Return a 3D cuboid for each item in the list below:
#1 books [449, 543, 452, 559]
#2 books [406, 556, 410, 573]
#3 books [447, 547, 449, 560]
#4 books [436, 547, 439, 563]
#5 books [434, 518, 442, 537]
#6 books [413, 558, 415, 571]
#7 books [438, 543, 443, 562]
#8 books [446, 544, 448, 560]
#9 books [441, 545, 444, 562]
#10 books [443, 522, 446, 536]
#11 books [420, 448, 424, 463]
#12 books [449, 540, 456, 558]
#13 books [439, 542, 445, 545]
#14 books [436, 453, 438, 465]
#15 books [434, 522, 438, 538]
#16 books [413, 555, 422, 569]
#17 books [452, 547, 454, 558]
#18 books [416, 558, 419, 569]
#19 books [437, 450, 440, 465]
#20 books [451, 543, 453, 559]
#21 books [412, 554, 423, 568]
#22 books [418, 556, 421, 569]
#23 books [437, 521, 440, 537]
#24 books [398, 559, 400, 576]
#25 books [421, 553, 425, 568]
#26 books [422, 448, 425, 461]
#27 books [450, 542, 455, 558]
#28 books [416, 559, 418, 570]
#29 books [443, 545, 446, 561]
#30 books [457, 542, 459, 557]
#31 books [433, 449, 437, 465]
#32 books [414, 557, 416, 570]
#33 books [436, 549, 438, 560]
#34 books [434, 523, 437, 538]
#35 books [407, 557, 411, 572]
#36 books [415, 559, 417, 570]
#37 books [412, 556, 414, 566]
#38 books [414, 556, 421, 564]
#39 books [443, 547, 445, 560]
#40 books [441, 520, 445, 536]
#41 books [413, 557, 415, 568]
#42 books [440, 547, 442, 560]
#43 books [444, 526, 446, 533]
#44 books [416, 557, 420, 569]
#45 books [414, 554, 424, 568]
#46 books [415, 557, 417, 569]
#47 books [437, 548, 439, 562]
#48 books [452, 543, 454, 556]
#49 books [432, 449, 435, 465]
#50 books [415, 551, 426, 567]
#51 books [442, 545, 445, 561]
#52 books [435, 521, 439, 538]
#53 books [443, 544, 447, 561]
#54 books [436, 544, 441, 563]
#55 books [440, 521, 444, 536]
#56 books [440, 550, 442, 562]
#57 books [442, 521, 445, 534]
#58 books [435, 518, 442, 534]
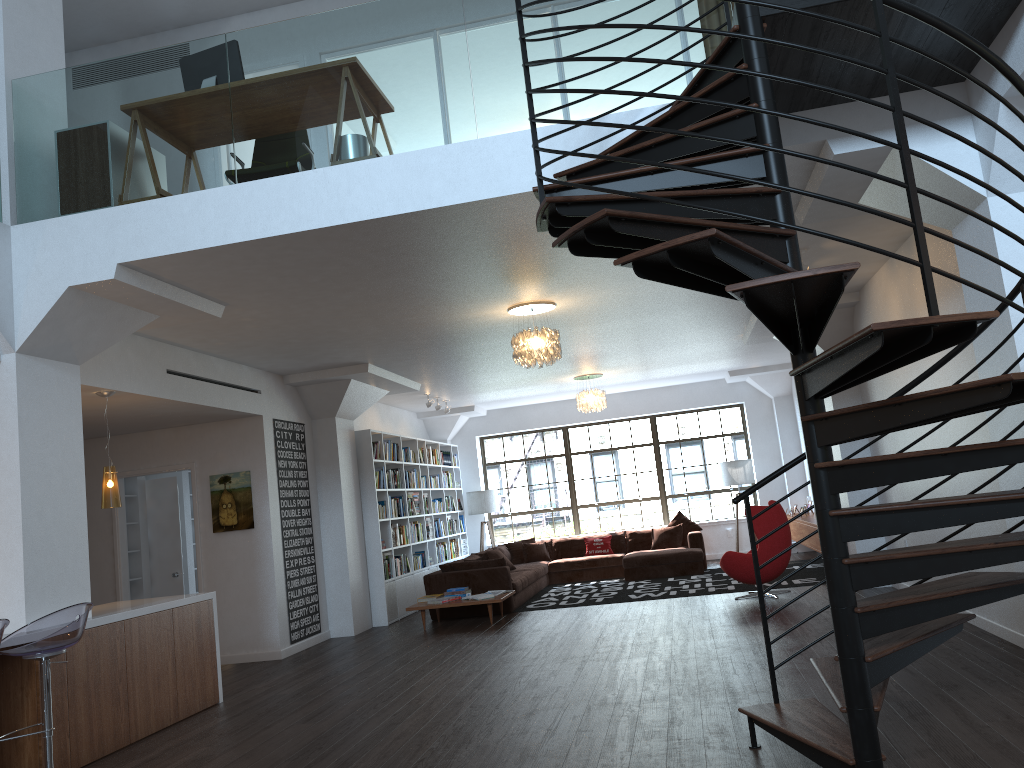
[{"bbox_3d":[-1.061,2.692,14.255,0.183,0.253,0.036,-8,-8,10],"label":"books"},{"bbox_3d":[-1.489,2.439,11.971,0.174,0.236,0.142,-8,-8,9],"label":"books"},{"bbox_3d":[-1.092,2.684,14.053,0.161,0.223,0.027,-8,-8,9],"label":"books"},{"bbox_3d":[-1.214,2.607,13.451,0.174,0.240,0.045,-8,-8,9],"label":"books"},{"bbox_3d":[-1.211,2.241,13.770,0.197,0.290,0.136,-8,-8,10],"label":"books"},{"bbox_3d":[-1.423,2.494,12.303,0.127,0.200,0.020,-8,-8,10],"label":"books"},{"bbox_3d":[-1.168,2.607,13.677,0.176,0.290,0.053,-8,-8,9],"label":"books"},{"bbox_3d":[-1.109,2.659,13.989,0.180,0.259,0.060,-8,-8,9],"label":"books"},{"bbox_3d":[-1.157,2.630,13.717,0.183,0.253,0.034,-8,-8,9],"label":"books"},{"bbox_3d":[-1.143,2.304,14.034,0.161,0.222,0.084,-8,-8,10],"label":"books"},{"bbox_3d":[-1.429,1.098,13.416,0.160,0.251,0.031,-8,-8,10],"label":"books"},{"bbox_3d":[-1.031,2.706,14.494,0.198,0.284,0.066,-8,-8,10],"label":"books"},{"bbox_3d":[-1.121,2.638,13.944,0.176,0.290,0.036,-8,-8,9],"label":"books"},{"bbox_3d":[-1.288,1.181,14.154,0.183,0.253,0.034,-8,-8,10],"label":"books"},{"bbox_3d":[-1.231,2.240,13.578,0.174,0.243,0.085,-8,-8,10],"label":"books"},{"bbox_3d":[-1.356,2.534,12.620,0.139,0.191,0.036,-8,-8,10],"label":"books"},{"bbox_3d":[-1.047,2.712,14.365,0.174,0.240,0.048,-8,-8,10],"label":"books"},{"bbox_3d":[-1.379,2.528,12.464,0.120,0.167,0.020,-8,-8,10],"label":"books"},{"bbox_3d":[-1.265,1.191,14.254,0.183,0.253,0.034,-8,-8,10],"label":"books"},{"bbox_3d":[-1.051,2.696,14.289,0.183,0.253,0.037,-8,-8,10],"label":"books"},{"bbox_3d":[-1.356,2.533,12.653,0.146,0.202,0.027,-8,-8,10],"label":"books"},{"bbox_3d":[-1.363,2.537,12.564,0.126,0.173,0.032,-8,-8,10],"label":"books"},{"bbox_3d":[-1.211,2.246,13.663,0.182,0.253,0.098,-8,-8,10],"label":"books"},{"bbox_3d":[-1.548,2.411,11.611,0.161,0.223,0.030,-8,-8,9],"label":"books"},{"bbox_3d":[-1.332,2.545,12.759,0.146,0.202,0.027,-8,-8,10],"label":"books"},{"bbox_3d":[-1.413,1.105,13.480,0.160,0.251,0.039,-8,-8,10],"label":"books"},{"bbox_3d":[-1.024,2.711,14.432,0.183,0.253,0.037,-8,-8,10],"label":"books"},{"bbox_3d":[-1.383,2.530,12.426,0.110,0.153,0.019,-8,-8,10],"label":"books"},{"bbox_3d":[-1.133,2.655,13.869,0.174,0.240,0.045,-8,-8,9],"label":"books"},{"bbox_3d":[-0.972,2.751,14.732,0.171,0.246,0.057,-8,-8,10],"label":"books"},{"bbox_3d":[-1.300,1.173,14.089,0.183,0.253,0.034,-8,-8,10],"label":"books"},{"bbox_3d":[-1.409,2.509,12.342,0.128,0.178,0.021,-8,-8,10],"label":"books"},{"bbox_3d":[-1.222,2.596,13.413,0.183,0.253,0.034,-8,-8,9],"label":"books"},{"bbox_3d":[-1.252,2.223,13.479,0.182,0.255,0.077,-8,-8,10],"label":"books"},{"bbox_3d":[-1.470,2.458,12.023,0.161,0.207,0.135,-8,-8,9],"label":"books"},{"bbox_3d":[-1.405,2.515,12.393,0.128,0.178,0.022,-8,-8,10],"label":"books"},{"bbox_3d":[-1.428,2.492,12.270,0.136,0.196,0.045,-8,-8,10],"label":"books"},{"bbox_3d":[-1.359,2.537,12.590,0.128,0.178,0.021,-8,-8,10],"label":"books"},{"bbox_3d":[-1.142,2.642,13.793,0.171,0.246,0.057,-8,-8,9],"label":"books"},{"bbox_3d":[-1.165,2.282,13.965,0.170,0.251,0.118,-8,-8,10],"label":"books"},{"bbox_3d":[-1.411,2.506,12.321,0.128,0.178,0.022,-8,-8,10],"label":"books"},{"bbox_3d":[-1.163,2.634,13.633,0.161,0.223,0.026,-8,-8,9],"label":"books"},{"bbox_3d":[-1.139,2.311,14.068,0.161,0.218,0.101,-8,-8,10],"label":"books"},{"bbox_3d":[-1.363,2.533,12.513,0.107,0.167,0.017,-8,-8,10],"label":"books"},{"bbox_3d":[-1.343,2.535,12.678,0.146,0.202,0.027,-8,-8,10],"label":"books"},{"bbox_3d":[-1.392,2.519,12.411,0.109,0.171,0.018,-8,-8,10],"label":"books"},{"bbox_3d":[-1.196,2.618,13.482,0.161,0.223,0.026,-8,-8,9],"label":"books"},{"bbox_3d":[-1.033,2.710,14.401,0.160,0.250,0.027,-8,-8,10],"label":"books"},{"bbox_3d":[-1.312,1.167,14.007,0.171,0.246,0.057,-8,-8,10],"label":"books"},{"bbox_3d":[-1.322,2.540,12.845,0.140,0.231,0.042,-8,-8,10],"label":"books"},{"bbox_3d":[-1.148,2.633,13.749,0.183,0.253,0.034,-8,-8,9],"label":"books"},{"bbox_3d":[-1.231,2.240,13.619,0.182,0.255,0.077,-8,-8,10],"label":"books"},{"bbox_3d":[-1.116,2.651,13.906,0.183,0.253,0.034,-8,-8,9],"label":"books"},{"bbox_3d":[-1.196,2.599,13.570,0.198,0.284,0.066,-8,-8,9],"label":"books"},{"bbox_3d":[-1.171,2.280,13.912,0.174,0.242,0.105,-8,-8,10],"label":"books"},{"bbox_3d":[-1.172,2.618,13.610,0.160,0.250,0.026,-8,-8,9],"label":"books"},{"bbox_3d":[-1.158,2.289,14.007,0.159,0.248,0.089,-8,-8,10],"label":"books"},{"bbox_3d":[-1.195,2.247,13.830,0.176,0.293,0.125,-8,-8,10],"label":"books"}]
